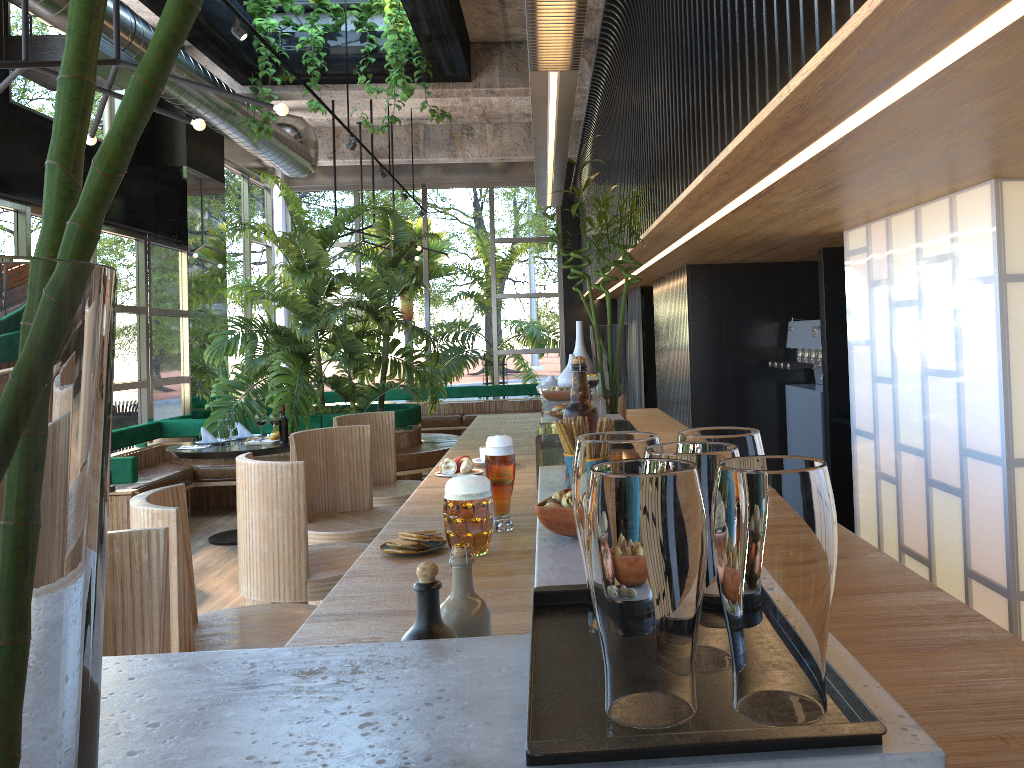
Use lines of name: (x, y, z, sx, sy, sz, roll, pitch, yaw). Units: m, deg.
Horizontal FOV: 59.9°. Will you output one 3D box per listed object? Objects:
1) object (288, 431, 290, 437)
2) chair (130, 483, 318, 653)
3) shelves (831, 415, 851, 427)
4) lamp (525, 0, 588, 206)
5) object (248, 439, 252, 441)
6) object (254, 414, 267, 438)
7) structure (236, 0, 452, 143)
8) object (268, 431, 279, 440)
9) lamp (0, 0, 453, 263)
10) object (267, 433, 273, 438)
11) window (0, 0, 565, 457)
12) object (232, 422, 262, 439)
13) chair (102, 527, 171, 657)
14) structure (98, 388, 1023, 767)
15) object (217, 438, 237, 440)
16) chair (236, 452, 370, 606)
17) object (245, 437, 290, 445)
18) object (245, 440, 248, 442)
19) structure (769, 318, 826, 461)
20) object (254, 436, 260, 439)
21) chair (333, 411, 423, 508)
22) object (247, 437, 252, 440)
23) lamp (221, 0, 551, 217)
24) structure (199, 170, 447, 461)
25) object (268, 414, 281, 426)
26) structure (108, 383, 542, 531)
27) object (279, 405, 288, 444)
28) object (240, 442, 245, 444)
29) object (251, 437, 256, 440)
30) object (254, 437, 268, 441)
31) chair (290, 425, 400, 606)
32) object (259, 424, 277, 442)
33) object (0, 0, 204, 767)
object: (-1.857, 0.413, 7.294, 0.059, 0.072, 0.208, -2, 3, -8)
chair: (-0.759, 0.783, 2.501, 0.574, 0.969, 0.521, -2, 0, -40)
shelves: (2.261, 0.232, 5.191, 0.525, 0.035, 0.867, -2, 3, 1)
lamp: (1.320, -2.019, 2.244, 5.033, 2.131, 6.678, -2, 3, -6)
object: (-2.090, 0.452, 7.071, 0.032, 0.031, 0.040, -1, 1, 25)
object: (-2.083, 0.352, 7.359, 0.104, 0.201, 0.100, -2, -1, -11)
structure: (-1.408, -2.942, 8.083, 2.087, 1.516, 1.469, -1, 1, 28)
object: (-1.893, 0.409, 7.093, 0.099, 0.064, 0.162, -3, 3, -29)
lamp: (-0.464, -2.152, 3.117, 5.102, 1.822, 18.869, -2, 3, 2)
object: (-1.918, 0.418, 7.193, 0.193, 0.038, 0.064, 0, 3, 33)
window: (-1.786, -1.814, 2.792, 4.153, 6.489, 20.326, -2, 3, 2)
object: (-2.221, 0.389, 7.432, 0.239, 0.139, 0.226, -2, 2, -17)
chair: (-0.800, 0.824, 1.732, 0.574, 0.969, 0.520, -2, 0, -43)
structure: (1.774, 0.490, 2.056, 5.868, 1.729, 7.111, -2, 3, 0)
object: (-2.394, 0.454, 7.346, 0.165, 0.019, 0.243, -4, 4, -40)
chair: (-0.726, 0.739, 3.316, 0.529, 0.969, 0.566, -2, 0, 23)
object: (-1.940, 0.452, 7.094, 0.236, 0.019, 0.358, -1, 3, 10)
object: (-2.128, 0.456, 7.131, 0.033, 0.019, 0.038, -1, 2, 12)
structure: (2.148, 0.325, 6.164, 0.551, 1.594, 0.836, -2, 0, 0)
object: (-2.089, 0.445, 7.226, 0.097, 0.028, 0.130, -1, 3, 15)
chair: (-0.685, 0.656, 4.872, 0.540, 0.969, 0.555, -2, 0, 10)
object: (-2.141, 0.448, 7.250, 0.024, 0.025, 0.047, -2, 2, 19)
lamp: (-1.319, -2.506, 7.352, 3.809, 1.530, 9.993, -2, 3, -1)
structure: (-1.926, -0.571, 9.442, 2.495, 3.436, 2.602, -2, 0, -15)
object: (-1.954, 0.350, 7.324, 0.104, 0.201, 0.100, -2, -1, -11)
structure: (-0.594, 0.621, 2.804, 6.049, 1.548, 20.078, -2, 3, 2)
object: (-1.794, 0.314, 6.968, 0.067, 0.299, 0.070, -2, -1, 16)
object: (-2.128, 0.465, 7.029, 0.062, 0.013, 0.147, -2, 3, -4)
object: (-2.086, 0.447, 7.162, 0.033, 0.032, 0.037, -2, 1, -2)
object: (-1.997, 0.438, 7.088, 0.101, 0.013, 0.222, -2, 3, 6)
chair: (-0.716, 0.699, 4.064, 0.569, 0.969, 0.526, -2, 0, -25)
object: (-1.926, 0.385, 7.001, 0.144, 0.124, 0.097, -2, 0, -20)
object: (-0.316, -0.320, 0.510, 0.670, 1.549, 0.588, -2, -1, 5)
